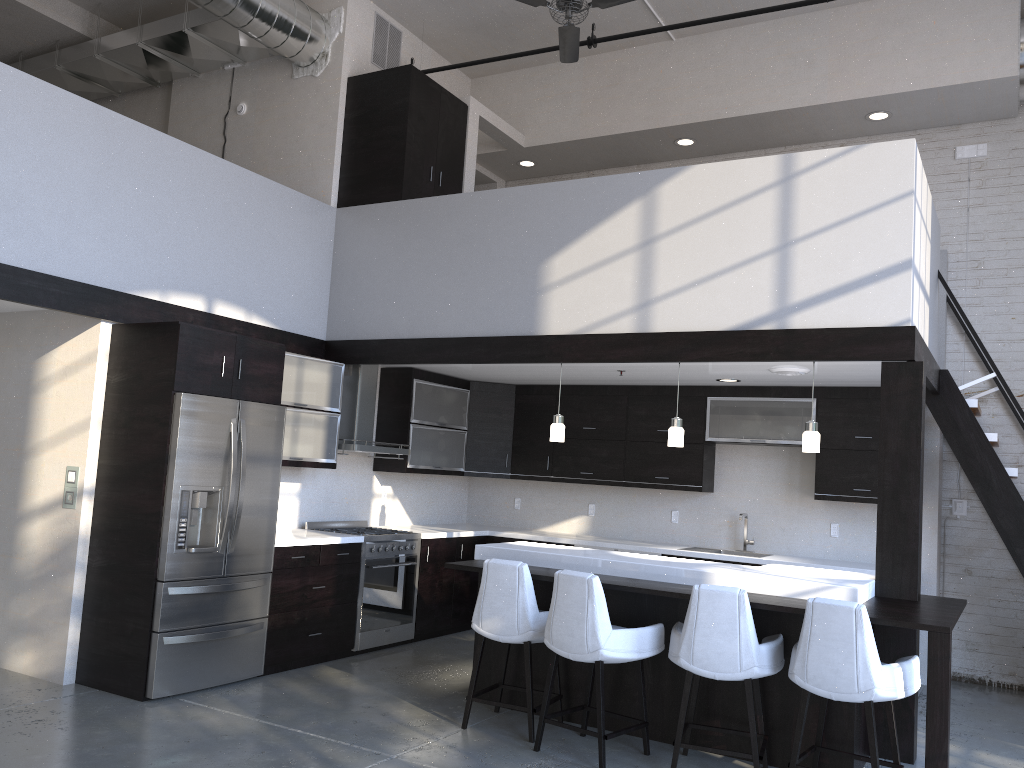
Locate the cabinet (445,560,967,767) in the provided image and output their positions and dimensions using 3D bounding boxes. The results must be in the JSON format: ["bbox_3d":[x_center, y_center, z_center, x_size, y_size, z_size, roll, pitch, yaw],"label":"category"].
[{"bbox_3d":[1.077,1.600,5.131,2.691,0.909,1.372,0,-6,30],"label":"cabinet"}]

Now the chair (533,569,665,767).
[{"bbox_3d":[0.434,1.476,4.667,0.579,0.983,0.502,-1,-7,41],"label":"chair"}]

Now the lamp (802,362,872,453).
[{"bbox_3d":[2.281,0.211,6.128,0.124,0.622,1.951,1,-6,30],"label":"lamp"}]

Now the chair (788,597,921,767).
[{"bbox_3d":[1.568,1.499,4.173,0.579,0.983,0.502,0,-6,36],"label":"chair"}]

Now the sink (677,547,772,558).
[{"bbox_3d":[1.766,1.475,7.342,0.676,0.168,0.475,0,-7,30],"label":"sink"}]

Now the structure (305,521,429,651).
[{"bbox_3d":[-1.160,1.575,7.084,0.621,0.901,0.845,1,-6,30],"label":"structure"}]

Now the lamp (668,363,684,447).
[{"bbox_3d":[1.077,0.096,5.761,0.100,0.622,0.100,0,-6,36],"label":"lamp"}]

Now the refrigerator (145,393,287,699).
[{"bbox_3d":[-2.056,0.979,5.615,0.820,1.770,0.854,1,-6,30],"label":"refrigerator"}]

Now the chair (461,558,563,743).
[{"bbox_3d":[0.023,1.489,5.058,0.579,0.983,0.502,1,-6,26],"label":"chair"}]

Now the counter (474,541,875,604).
[{"bbox_3d":[0.997,1.129,5.464,2.293,0.095,0.978,0,-7,30],"label":"counter"}]

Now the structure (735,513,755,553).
[{"bbox_3d":[1.958,1.259,7.498,0.149,0.328,0.225,1,-6,30],"label":"structure"}]

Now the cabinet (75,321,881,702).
[{"bbox_3d":[0.334,0.956,6.217,4.231,2.312,4.281,0,-6,30],"label":"cabinet"}]

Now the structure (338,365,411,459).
[{"bbox_3d":[-1.199,0.127,7.231,0.489,0.929,0.728,1,-6,30],"label":"structure"}]

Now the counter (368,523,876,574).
[{"bbox_3d":[0.944,1.357,7.282,4.237,0.045,1.712,0,-7,30],"label":"counter"}]

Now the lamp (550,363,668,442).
[{"bbox_3d":[0.832,0.202,6.962,0.124,0.622,1.955,1,-6,32],"label":"lamp"}]

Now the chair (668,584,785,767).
[{"bbox_3d":[1.053,1.495,4.464,0.579,0.983,0.502,2,-5,21],"label":"chair"}]

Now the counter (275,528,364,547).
[{"bbox_3d":[-1.623,1.102,6.384,0.676,0.047,0.920,0,-7,30],"label":"counter"}]

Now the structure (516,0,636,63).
[{"bbox_3d":[0.473,-2.916,6.341,1.367,0.862,1.191,2,-6,20],"label":"structure"}]

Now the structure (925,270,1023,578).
[{"bbox_3d":[3.853,0.779,6.557,1.662,3.182,0.930,1,-6,30],"label":"structure"}]

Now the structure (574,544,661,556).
[{"bbox_3d":[1.034,1.826,7.770,0.784,0.789,0.784,1,-6,30],"label":"structure"}]

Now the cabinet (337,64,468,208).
[{"bbox_3d":[-0.949,-1.413,7.539,0.684,2.230,0.838,1,-6,30],"label":"cabinet"}]
